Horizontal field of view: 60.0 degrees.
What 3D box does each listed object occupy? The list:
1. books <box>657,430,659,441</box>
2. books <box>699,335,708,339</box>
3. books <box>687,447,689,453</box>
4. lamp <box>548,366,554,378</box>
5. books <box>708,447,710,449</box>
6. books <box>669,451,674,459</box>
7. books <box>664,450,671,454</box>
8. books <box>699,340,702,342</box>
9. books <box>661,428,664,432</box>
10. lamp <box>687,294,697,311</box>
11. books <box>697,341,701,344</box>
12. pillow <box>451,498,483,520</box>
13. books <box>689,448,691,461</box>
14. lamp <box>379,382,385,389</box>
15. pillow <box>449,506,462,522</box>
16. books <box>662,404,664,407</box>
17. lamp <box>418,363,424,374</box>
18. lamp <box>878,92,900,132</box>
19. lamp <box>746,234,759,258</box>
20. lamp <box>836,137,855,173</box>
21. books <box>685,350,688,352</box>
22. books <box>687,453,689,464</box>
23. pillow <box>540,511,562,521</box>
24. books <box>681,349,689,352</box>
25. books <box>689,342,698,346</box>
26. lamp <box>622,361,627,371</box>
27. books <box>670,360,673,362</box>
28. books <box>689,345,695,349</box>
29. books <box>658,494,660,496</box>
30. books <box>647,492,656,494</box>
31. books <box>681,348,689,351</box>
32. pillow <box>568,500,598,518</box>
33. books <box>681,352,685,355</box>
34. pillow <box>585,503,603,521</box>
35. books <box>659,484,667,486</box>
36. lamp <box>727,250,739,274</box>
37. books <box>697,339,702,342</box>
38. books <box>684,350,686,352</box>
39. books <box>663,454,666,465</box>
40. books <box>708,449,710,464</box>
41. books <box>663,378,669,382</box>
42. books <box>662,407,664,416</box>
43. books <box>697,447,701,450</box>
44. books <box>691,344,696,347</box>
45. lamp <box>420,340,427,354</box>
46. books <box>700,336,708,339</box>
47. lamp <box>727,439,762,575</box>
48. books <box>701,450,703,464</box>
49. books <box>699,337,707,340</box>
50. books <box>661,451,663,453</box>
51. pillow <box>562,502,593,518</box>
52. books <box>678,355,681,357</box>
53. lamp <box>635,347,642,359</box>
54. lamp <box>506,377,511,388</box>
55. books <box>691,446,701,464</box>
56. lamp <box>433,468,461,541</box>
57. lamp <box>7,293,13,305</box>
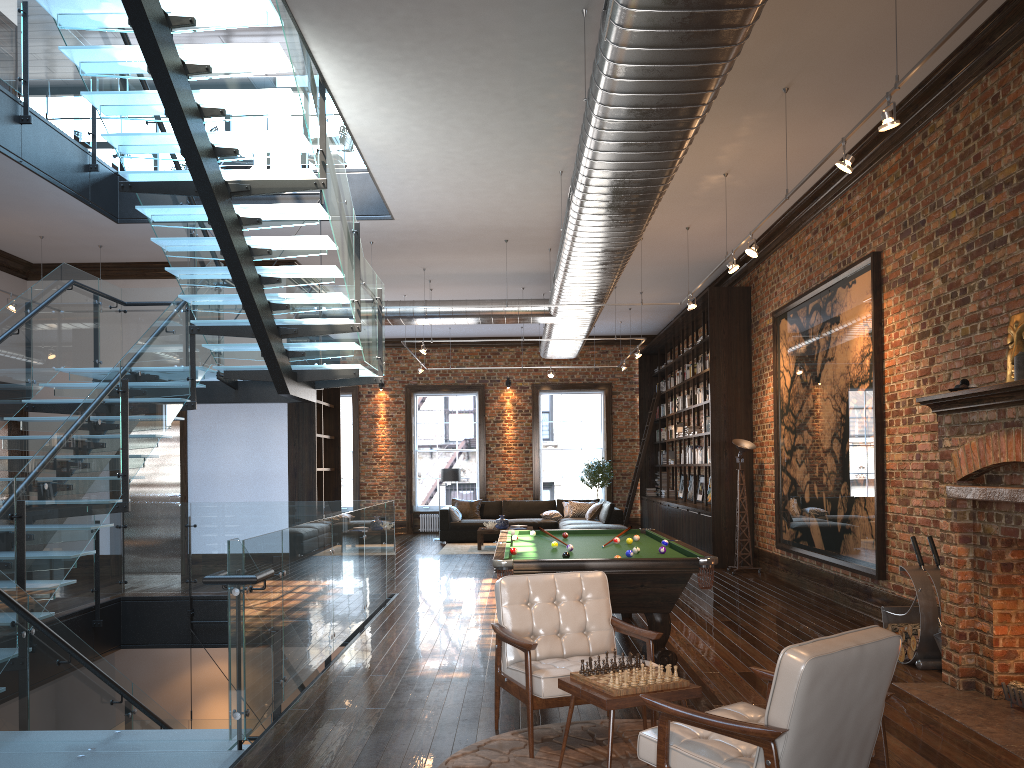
[{"bbox_3d":[3.345,1.163,19.822,0.188,0.272,0.013,-1,-1,0],"label":"books"},{"bbox_3d":[3.313,-0.807,15.158,0.188,0.017,0.276,-1,-5,2],"label":"books"},{"bbox_3d":[3.357,1.338,16.589,0.170,0.311,0.039,-1,-1,0],"label":"books"},{"bbox_3d":[0.811,-0.250,18.493,0.113,0.230,0.114,0,-2,-30],"label":"lamp"},{"bbox_3d":[3.341,1.186,14.720,0.175,0.272,0.031,-1,-1,0],"label":"books"},{"bbox_3d":[3.382,1.565,18.797,0.129,0.282,0.030,-1,-1,0],"label":"books"},{"bbox_3d":[3.364,1.585,19.125,0.165,0.303,0.013,-1,-1,0],"label":"books"},{"bbox_3d":[3.301,-0.725,15.157,0.206,0.008,0.335,-1,-5,3],"label":"books"},{"bbox_3d":[3.357,1.116,19.472,0.179,0.298,0.015,-1,-1,0],"label":"books"},{"bbox_3d":[2.176,-1.000,10.727,0.113,0.230,0.114,-1,-2,15],"label":"lamp"},{"bbox_3d":[3.294,-0.701,15.157,0.227,0.015,0.276,-1,-5,-2],"label":"books"},{"bbox_3d":[-0.948,2.552,18.092,0.700,0.439,0.305,-1,-2,1],"label":"pillow"},{"bbox_3d":[3.345,1.318,16.251,0.184,0.288,0.016,-1,-1,0],"label":"books"},{"bbox_3d":[-2.947,0.010,19.998,0.126,0.236,0.155,-1,-2,0],"label":"lamp"},{"bbox_3d":[-1.124,2.593,17.705,0.244,0.304,0.575,-1,-4,1],"label":"pillow"},{"bbox_3d":[3.341,0.584,19.191,0.189,0.303,0.014,-1,-1,0],"label":"books"},{"bbox_3d":[-1.786,-0.318,17.448,0.114,0.230,0.113,-2,-2,41],"label":"lamp"},{"bbox_3d":[2.138,-1.547,5.031,0.117,0.212,0.117,-2,-2,42],"label":"lamp"},{"bbox_3d":[2.161,-1.258,7.996,0.113,0.230,0.114,-2,-2,30],"label":"lamp"},{"bbox_3d":[2.143,-1.473,5.720,0.114,0.230,0.114,0,-2,-25],"label":"lamp"},{"bbox_3d":[3.326,-0.605,16.605,0.187,0.011,0.381,-1,-5,1],"label":"books"},{"bbox_3d":[3.345,1.381,16.487,0.174,0.206,0.031,-1,-1,0],"label":"books"},{"bbox_3d":[0.786,2.649,17.832,0.409,0.203,0.613,-1,-5,-2],"label":"pillow"},{"bbox_3d":[3.310,-0.629,16.605,0.199,0.017,0.304,0,-5,-4],"label":"books"},{"bbox_3d":[3.306,-0.710,15.874,0.205,0.017,0.361,0,-5,-2],"label":"books"},{"bbox_3d":[2.213,-0.368,17.421,0.113,0.230,0.114,-2,-2,40],"label":"lamp"},{"bbox_3d":[3.306,-0.460,17.893,0.232,0.006,0.290,0,-5,-3],"label":"books"},{"bbox_3d":[3.308,-0.656,15.874,0.193,0.030,0.314,0,-5,-4],"label":"books"},{"bbox_3d":[3.363,2.469,19.718,0.198,0.035,0.218,-1,-5,4],"label":"books"},{"bbox_3d":[3.098,2.431,19.775,0.200,0.019,0.256,-1,-5,3],"label":"books"},{"bbox_3d":[3.306,-0.645,16.605,0.215,0.015,0.320,0,-5,-2],"label":"books"},{"bbox_3d":[1.435,2.522,17.859,0.611,0.361,0.289,-1,-2,4],"label":"pillow"},{"bbox_3d":[3.310,-0.576,16.604,0.219,0.016,0.368,-1,-5,1],"label":"books"},{"bbox_3d":[1.602,2.510,17.390,0.314,0.354,0.631,-1,-4,0],"label":"pillow"},{"bbox_3d":[3.362,2.244,19.720,0.183,0.034,0.271,-1,-5,6],"label":"books"},{"bbox_3d":[2.164,-1.195,8.661,0.114,0.230,0.114,0,-2,-20],"label":"lamp"},{"bbox_3d":[3.298,-0.739,15.158,0.216,0.020,0.235,0,-5,-2],"label":"books"},{"bbox_3d":[3.320,-0.616,16.605,0.204,0.011,0.309,-1,-5,0],"label":"books"},{"bbox_3d":[3.346,1.609,19.003,0.212,0.233,0.019,-1,-1,0],"label":"books"},{"bbox_3d":[3.325,1.188,14.609,0.176,0.246,0.039,-1,-1,0],"label":"books"},{"bbox_3d":[3.335,0.049,19.065,0.168,0.337,0.016,-1,-1,0],"label":"books"},{"bbox_3d":[3.334,0.616,19.130,0.191,0.229,0.034,-1,-1,0],"label":"books"},{"bbox_3d":[3.354,1.269,15.704,0.132,0.290,0.016,-1,-1,0],"label":"books"},{"bbox_3d":[3.322,-0.681,15.874,0.171,0.021,0.308,0,-5,-3],"label":"books"},{"bbox_3d":[-1.456,-0.600,14.508,0.114,0.230,0.113,-1,-2,21],"label":"lamp"},{"bbox_3d":[3.313,-0.791,15.158,0.168,0.015,0.370,-1,-5,5],"label":"books"},{"bbox_3d":[3.146,1.649,11.985,0.425,1.824,0.507,-1,-1,5],"label":"lamp"},{"bbox_3d":[3.336,1.251,15.235,0.165,0.237,0.034,-1,-1,0],"label":"books"},{"bbox_3d":[3.316,-0.766,15.158,0.169,0.034,0.287,0,-5,-4],"label":"books"},{"bbox_3d":[3.369,1.629,19.578,0.183,0.300,0.015,-1,-1,0],"label":"books"},{"bbox_3d":[1.363,2.566,18.038,0.703,0.337,0.270,-1,-2,1],"label":"pillow"},{"bbox_3d":[3.319,-0.550,17.000,0.191,0.013,0.316,0,-5,-3],"label":"books"},{"bbox_3d":[2.199,-0.558,15.414,0.113,0.230,0.114,0,-2,-24],"label":"lamp"},{"bbox_3d":[-0.082,-0.026,19.978,0.126,0.236,0.155,-1,-2,0],"label":"lamp"},{"bbox_3d":[3.336,1.285,16.057,0.186,0.317,0.015,-1,-1,0],"label":"books"},{"bbox_3d":[-1.344,2.447,17.998,0.688,1.464,0.420,-1,-1,30],"label":"lamp"},{"bbox_3d":[-5.825,-0.945,10.303,0.113,0.230,0.114,1,-2,-44],"label":"lamp"}]
